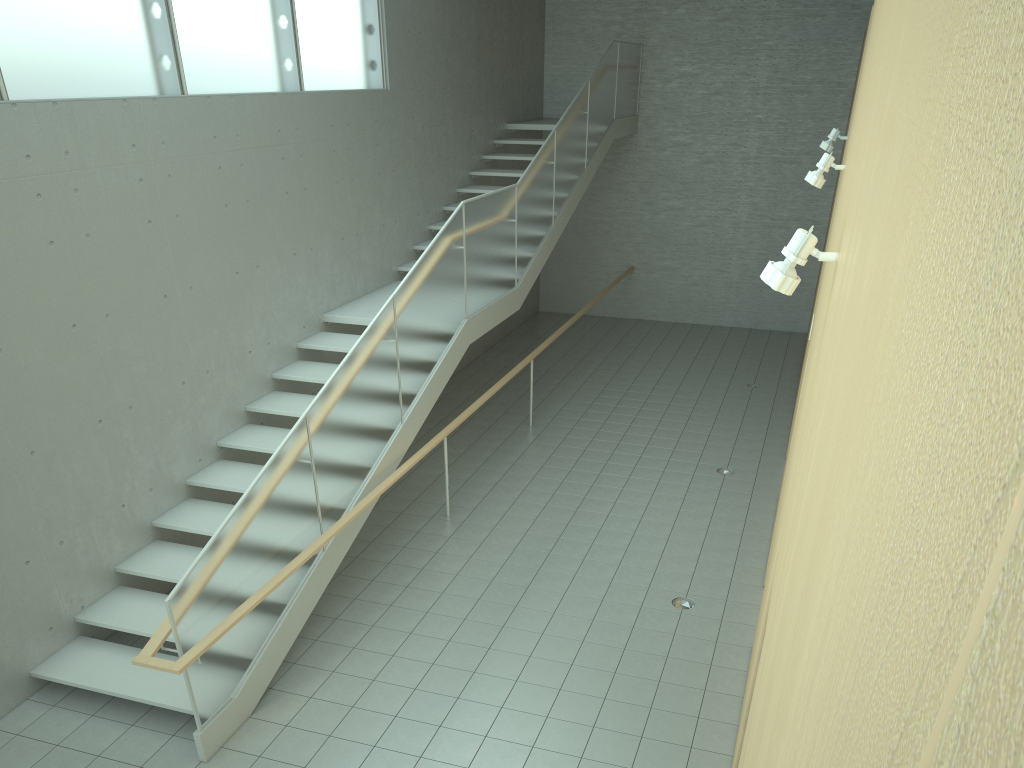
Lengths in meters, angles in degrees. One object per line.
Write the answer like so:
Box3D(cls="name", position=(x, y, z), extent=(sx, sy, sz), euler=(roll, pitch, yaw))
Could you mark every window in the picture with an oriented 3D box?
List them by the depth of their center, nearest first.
Box3D(cls="window", position=(-3.350, -2.689, 3.242), extent=(0.030, 3.164, 13.946), euler=(11, 23, 18))

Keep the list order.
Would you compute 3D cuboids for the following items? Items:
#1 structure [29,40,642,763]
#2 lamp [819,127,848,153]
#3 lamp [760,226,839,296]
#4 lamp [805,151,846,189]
Box3D(cls="structure", position=(-0.755, -1.301, 9.337), extent=(1.859, 4.841, 11.237), euler=(10, 24, 18))
Box3D(cls="lamp", position=(2.812, -2.129, 7.415), extent=(0.232, 0.224, 0.123), euler=(0, 27, -1))
Box3D(cls="lamp", position=(0.895, -0.383, 2.637), extent=(0.232, 0.224, 0.123), euler=(0, 27, -1))
Box3D(cls="lamp", position=(1.885, -1.286, 5.106), extent=(0.232, 0.224, 0.123), euler=(0, 27, -1))
